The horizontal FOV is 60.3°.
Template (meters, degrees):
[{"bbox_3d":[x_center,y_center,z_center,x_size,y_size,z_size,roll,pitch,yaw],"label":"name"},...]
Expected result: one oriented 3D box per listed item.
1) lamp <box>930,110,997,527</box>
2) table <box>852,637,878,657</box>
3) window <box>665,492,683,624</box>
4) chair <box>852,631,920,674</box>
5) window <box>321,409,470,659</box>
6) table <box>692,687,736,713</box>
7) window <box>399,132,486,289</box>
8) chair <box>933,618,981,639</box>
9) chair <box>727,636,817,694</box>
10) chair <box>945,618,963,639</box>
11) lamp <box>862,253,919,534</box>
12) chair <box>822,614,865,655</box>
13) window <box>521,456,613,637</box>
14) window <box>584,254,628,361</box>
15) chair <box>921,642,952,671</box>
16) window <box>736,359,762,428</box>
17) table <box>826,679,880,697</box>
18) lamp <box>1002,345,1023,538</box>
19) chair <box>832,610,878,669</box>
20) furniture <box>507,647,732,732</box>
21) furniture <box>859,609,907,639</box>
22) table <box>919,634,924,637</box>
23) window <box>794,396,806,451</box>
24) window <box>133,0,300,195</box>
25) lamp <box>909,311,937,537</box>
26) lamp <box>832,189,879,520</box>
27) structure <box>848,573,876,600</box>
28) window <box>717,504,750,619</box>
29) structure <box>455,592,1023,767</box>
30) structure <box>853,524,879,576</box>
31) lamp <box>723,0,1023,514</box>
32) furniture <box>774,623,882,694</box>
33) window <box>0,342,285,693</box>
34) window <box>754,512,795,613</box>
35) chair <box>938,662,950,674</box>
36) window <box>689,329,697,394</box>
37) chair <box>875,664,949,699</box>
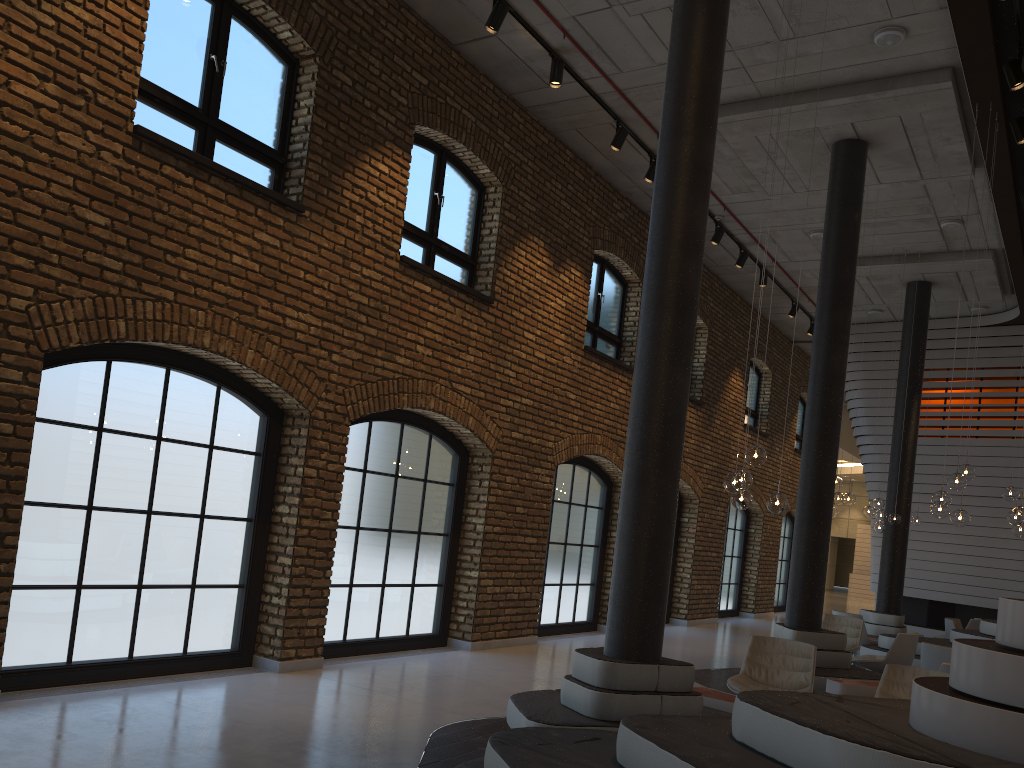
[{"bbox_3d":[4.434,-0.987,8.474,0.310,4.713,0.664,4,-3,41],"label":"lamp"},{"bbox_3d":[5.270,3.929,12.943,0.909,0.368,0.416,0,-9,40],"label":"table"},{"bbox_3d":[2.873,3.654,20.009,2.185,2.508,12.987,6,-8,3],"label":"window"},{"bbox_3d":[4.215,3.166,10.039,0.712,0.761,0.660,3,-6,36],"label":"chair"},{"bbox_3d":[-1.263,1.516,9.109,0.130,2.519,2.369,5,-5,33],"label":"window"},{"bbox_3d":[1.621,2.554,6.672,0.908,0.368,0.416,1,-8,35],"label":"table"},{"bbox_3d":[-0.805,-1.768,9.198,0.126,1.442,1.580,5,-6,33],"label":"window"},{"bbox_3d":[7.348,4.210,14.538,0.712,0.761,0.660,3,-6,35],"label":"chair"},{"bbox_3d":[2.148,2.508,7.277,0.658,0.761,0.715,3,-6,34],"label":"chair"},{"bbox_3d":[6.968,4.001,13.455,0.712,0.761,0.660,2,-7,37],"label":"chair"},{"bbox_3d":[5.650,-0.092,12.994,0.544,4.601,0.276,7,-3,-5],"label":"lamp"},{"bbox_3d":[4.034,3.304,11.081,0.713,0.761,0.659,11,-7,-39],"label":"chair"},{"bbox_3d":[0.744,2.230,12.285,0.130,2.519,2.369,5,-5,33],"label":"window"},{"bbox_3d":[1.202,-1.054,12.374,0.126,1.442,1.580,5,-6,33],"label":"window"},{"bbox_3d":[4.425,3.002,8.811,0.713,0.761,0.660,11,-7,-37],"label":"chair"},{"bbox_3d":[4.779,0.219,18.036,0.126,1.442,1.580,5,-6,33],"label":"window"},{"bbox_3d":[3.410,2.994,8.219,0.907,0.368,0.417,9,-7,-19],"label":"table"},{"bbox_3d":[5.791,-0.617,9.824,0.294,4.647,0.547,5,-3,28],"label":"lamp"},{"bbox_3d":[4.825,3.587,12.339,0.711,0.761,0.661,8,-5,-20],"label":"chair"},{"bbox_3d":[0.719,2.179,6.032,1.773,0.717,1.285,10,-8,-21],"label":"furniture"},{"bbox_3d":[5.713,3.986,14.132,1.277,0.717,1.785,3,-9,28],"label":"furniture"},{"bbox_3d":[6.468,4.383,15.023,0.905,0.368,0.417,5,-6,11],"label":"table"},{"bbox_3d":[6.785,0.933,21.211,0.126,1.442,1.580,5,-6,33],"label":"window"},{"bbox_3d":[-2.310,-2.304,6.816,0.126,1.442,1.580,5,-6,33],"label":"window"},{"bbox_3d":[7.089,0.394,15.470,0.545,4.601,0.276,7,-3,-8],"label":"lamp"},{"bbox_3d":[4.158,-0.636,10.910,0.545,4.647,0.295,6,-3,18],"label":"lamp"},{"bbox_3d":[13.882,7.414,31.053,2.551,0.891,7.568,5,-9,11],"label":"structure"},{"bbox_3d":[4.321,3.503,17.947,0.130,2.519,2.369,5,-5,33],"label":"window"},{"bbox_3d":[5.819,3.130,9.141,5.784,0.921,18.346,2,-10,29],"label":"structure"},{"bbox_3d":[15.033,6.870,33.124,4.543,2.846,5.855,2,-9,33],"label":"structure"},{"bbox_3d":[0.449,-2.288,1.717,9.056,4.582,42.206,2,-10,33],"label":"lamp"},{"bbox_3d":[3.344,2.985,9.354,1.274,0.717,1.789,6,-8,4],"label":"furniture"},{"bbox_3d":[-2.767,0.980,6.727,0.130,2.519,2.369,5,-5,33],"label":"window"},{"bbox_3d":[6.536,4.443,22.443,2.085,2.513,4.645,7,-7,-3],"label":"window"},{"bbox_3d":[3.654,2.704,7.436,0.657,0.761,0.716,8,-6,-17],"label":"chair"},{"bbox_3d":[2.707,-0.518,14.757,0.126,1.442,1.580,5,-6,33],"label":"window"},{"bbox_3d":[2.825,2.437,6.310,0.713,0.761,0.659,11,-7,-41],"label":"chair"}]
